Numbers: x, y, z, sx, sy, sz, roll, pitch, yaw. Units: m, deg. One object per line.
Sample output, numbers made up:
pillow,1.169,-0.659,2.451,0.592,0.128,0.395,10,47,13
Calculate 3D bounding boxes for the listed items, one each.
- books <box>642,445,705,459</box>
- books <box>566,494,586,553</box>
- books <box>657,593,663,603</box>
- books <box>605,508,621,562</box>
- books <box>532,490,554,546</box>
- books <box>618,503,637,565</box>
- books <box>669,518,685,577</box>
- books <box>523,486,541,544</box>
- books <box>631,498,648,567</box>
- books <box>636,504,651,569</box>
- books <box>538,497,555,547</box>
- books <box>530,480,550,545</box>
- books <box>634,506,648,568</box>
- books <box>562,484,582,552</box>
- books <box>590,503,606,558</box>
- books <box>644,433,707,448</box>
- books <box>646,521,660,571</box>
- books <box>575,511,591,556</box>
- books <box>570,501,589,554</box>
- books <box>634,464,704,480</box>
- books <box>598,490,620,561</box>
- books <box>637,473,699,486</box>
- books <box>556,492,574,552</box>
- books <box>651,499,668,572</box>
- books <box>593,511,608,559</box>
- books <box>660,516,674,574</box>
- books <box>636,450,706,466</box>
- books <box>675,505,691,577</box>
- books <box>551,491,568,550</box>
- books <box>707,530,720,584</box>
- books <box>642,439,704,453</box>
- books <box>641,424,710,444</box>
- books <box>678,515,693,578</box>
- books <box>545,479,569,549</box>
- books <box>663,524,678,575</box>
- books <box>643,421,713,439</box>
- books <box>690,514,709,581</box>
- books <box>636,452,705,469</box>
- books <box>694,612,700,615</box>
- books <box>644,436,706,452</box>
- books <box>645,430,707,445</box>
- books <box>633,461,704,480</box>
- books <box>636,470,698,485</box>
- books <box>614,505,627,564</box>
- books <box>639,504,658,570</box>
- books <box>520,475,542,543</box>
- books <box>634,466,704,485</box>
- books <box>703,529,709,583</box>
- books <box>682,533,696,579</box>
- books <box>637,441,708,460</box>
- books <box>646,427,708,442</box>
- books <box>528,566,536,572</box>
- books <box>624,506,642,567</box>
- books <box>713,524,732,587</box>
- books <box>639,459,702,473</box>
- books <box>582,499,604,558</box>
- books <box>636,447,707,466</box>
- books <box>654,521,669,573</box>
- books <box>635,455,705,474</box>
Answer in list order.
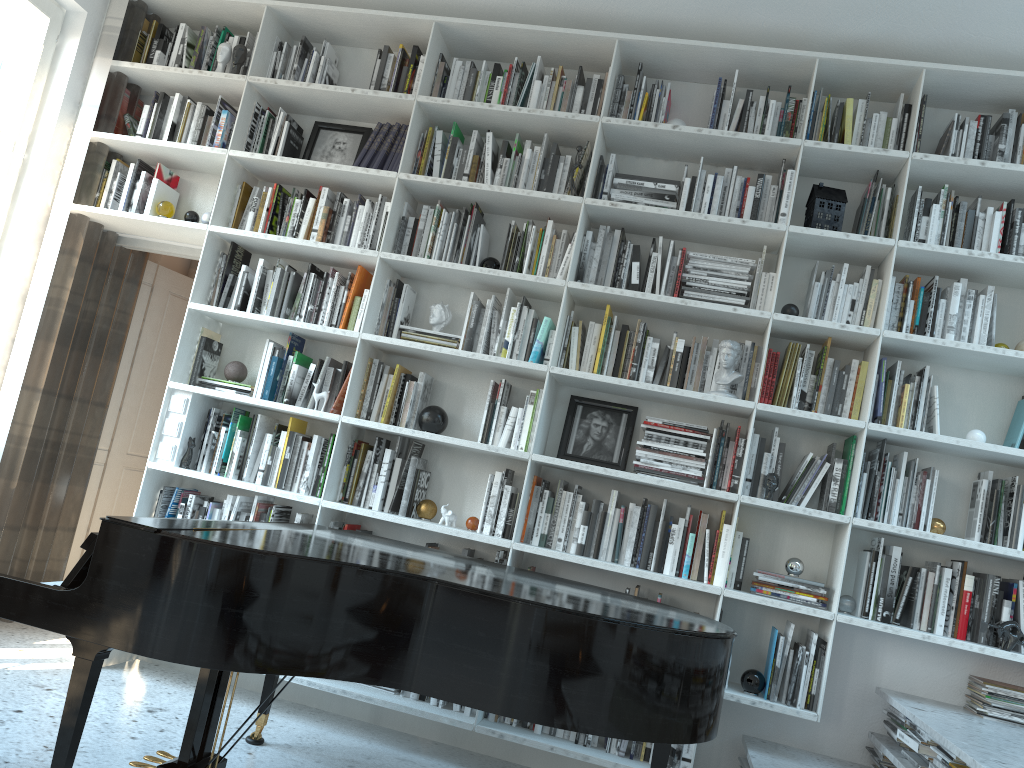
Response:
books,0.672,0.292,3.716,0.254,0.012,0.161,11,-8,7
books,0.271,0.592,3.755,0.021,0.244,0.141,11,-7,12
books,0.569,0.988,3.558,0.015,0.293,0.169,11,-7,12
books,0.429,0.633,3.719,0.025,0.220,0.140,11,-7,12
books,0.133,0.569,3.763,0.027,0.234,0.168,11,-7,12
books,0.486,0.628,3.717,0.025,0.254,0.136,11,-7,12
books,0.679,0.670,3.647,0.023,0.234,0.175,11,-7,12
books,0.099,0.561,3.789,0.029,0.243,0.154,11,-7,12
books,0.533,0.620,3.707,0.014,0.286,0.135,11,-7,12
books,0.549,0.633,3.684,0.010,0.261,0.181,11,-7,12
books,0.157,0.588,3.768,0.024,0.208,0.170,11,-7,12
books,0.120,0.548,3.780,0.011,0.275,0.146,11,-7,12
books,0.540,0.638,3.696,0.011,0.251,0.158,11,-7,12
books,0.255,0.568,3.743,0.013,0.282,0.166,11,-7,12
books,0.362,0.615,3.724,0.013,0.230,0.139,11,-7,12
books,0.682,0.245,3.724,0.254,0.012,0.161,11,-8,8
books,0.586,0.670,3.678,0.021,0.202,0.128,11,-7,12
books,0.306,0.626,3.715,0.029,0.183,0.175,11,-7,12
books,0.286,0.606,3.727,0.023,0.217,0.175,11,-7,12
books,0.656,0.374,3.715,0.285,0.012,0.160,11,-8,11
books,0.410,0.593,3.720,0.026,0.291,0.152,11,-7,12
books,0.647,0.408,3.704,0.254,0.012,0.161,11,-8,8
books,0.233,0.583,3.748,0.027,0.245,0.179,11,-7,12
books,0.610,0.626,3.671,0.012,0.296,0.178,11,-7,12
books,0.374,0.632,3.706,0.023,0.196,0.165,11,-7,12
books,0.641,0.664,3.667,0.014,0.234,0.154,11,-7,12
books,0.668,0.316,3.720,0.285,0.012,0.160,10,-8,14
books,0.705,0.646,3.658,0.014,0.293,0.137,11,-7,12
books,0.212,0.580,3.770,0.024,0.247,0.132,11,-7,12
books,0.818,0.704,3.612,0.011,0.216,0.166,11,-7,12
books,0.677,0.269,3.723,0.254,0.012,0.161,10,-8,15
books,0.690,0.210,3.733,0.285,0.012,0.160,10,-8,14
books,0.716,0.668,3.660,0.014,0.255,0.145,11,-7,12
books,0.193,0.556,3.784,0.027,0.290,0.141,11,-7,12
books,0.654,0.680,3.650,0.023,0.204,0.167,11,-7,12
books,0.691,0.197,3.727,0.285,0.012,0.160,11,-8,7
books,0.767,0.668,3.638,0.026,0.271,0.175,11,-7,12
books,0.665,0.328,3.721,0.285,0.012,0.160,10,-8,13
books,0.715,1.039,3.541,0.022,0.248,0.130,11,-7,12
books,0.680,0.257,3.725,0.254,0.012,0.161,11,-8,9
books,0.685,0.233,3.728,0.254,0.012,0.161,11,-8,9
books,0.656,0.360,3.707,0.285,0.012,0.160,10,-8,17
books,0.650,0.397,3.710,0.254,0.012,0.161,10,-8,14
books,0.455,0.629,3.707,0.031,0.236,0.159,11,-7,12
books,0.566,0.634,3.673,0.028,0.264,0.161,11,-7,12
books,0.084,0.538,3.798,0.012,0.284,0.160,11,-7,12
books,0.651,0.384,3.705,0.285,0.012,0.160,11,-8,7
books,0.792,0.701,3.617,0.042,0.212,0.169,11,-7,12
books,0.722,0.703,3.628,0.023,0.183,0.169,11,-7,12
books,0.674,0.280,3.717,0.285,0.012,0.160,10,-8,17
books,0.687,0.221,3.727,0.254,0.012,0.161,11,-8,8
books,0.055,0.898,3.670,0.012,0.284,0.137,11,-7,12
books,0.505,0.632,3.685,0.026,0.245,0.191,11,-7,12
books,0.852,0.694,3.602,0.033,0.246,0.176,11,-7,12
books,0.659,0.349,3.710,0.254,0.012,0.161,11,-8,7
books,0.341,0.606,3.720,0.029,0.237,0.166,11,-7,12
books,0.669,0.303,3.714,0.285,0.012,0.160,10,-8,17
books,0.618,0.672,3.659,0.024,0.207,0.183,11,-7,12
books,0.663,0.340,3.722,0.285,0.012,0.160,10,-8,12
